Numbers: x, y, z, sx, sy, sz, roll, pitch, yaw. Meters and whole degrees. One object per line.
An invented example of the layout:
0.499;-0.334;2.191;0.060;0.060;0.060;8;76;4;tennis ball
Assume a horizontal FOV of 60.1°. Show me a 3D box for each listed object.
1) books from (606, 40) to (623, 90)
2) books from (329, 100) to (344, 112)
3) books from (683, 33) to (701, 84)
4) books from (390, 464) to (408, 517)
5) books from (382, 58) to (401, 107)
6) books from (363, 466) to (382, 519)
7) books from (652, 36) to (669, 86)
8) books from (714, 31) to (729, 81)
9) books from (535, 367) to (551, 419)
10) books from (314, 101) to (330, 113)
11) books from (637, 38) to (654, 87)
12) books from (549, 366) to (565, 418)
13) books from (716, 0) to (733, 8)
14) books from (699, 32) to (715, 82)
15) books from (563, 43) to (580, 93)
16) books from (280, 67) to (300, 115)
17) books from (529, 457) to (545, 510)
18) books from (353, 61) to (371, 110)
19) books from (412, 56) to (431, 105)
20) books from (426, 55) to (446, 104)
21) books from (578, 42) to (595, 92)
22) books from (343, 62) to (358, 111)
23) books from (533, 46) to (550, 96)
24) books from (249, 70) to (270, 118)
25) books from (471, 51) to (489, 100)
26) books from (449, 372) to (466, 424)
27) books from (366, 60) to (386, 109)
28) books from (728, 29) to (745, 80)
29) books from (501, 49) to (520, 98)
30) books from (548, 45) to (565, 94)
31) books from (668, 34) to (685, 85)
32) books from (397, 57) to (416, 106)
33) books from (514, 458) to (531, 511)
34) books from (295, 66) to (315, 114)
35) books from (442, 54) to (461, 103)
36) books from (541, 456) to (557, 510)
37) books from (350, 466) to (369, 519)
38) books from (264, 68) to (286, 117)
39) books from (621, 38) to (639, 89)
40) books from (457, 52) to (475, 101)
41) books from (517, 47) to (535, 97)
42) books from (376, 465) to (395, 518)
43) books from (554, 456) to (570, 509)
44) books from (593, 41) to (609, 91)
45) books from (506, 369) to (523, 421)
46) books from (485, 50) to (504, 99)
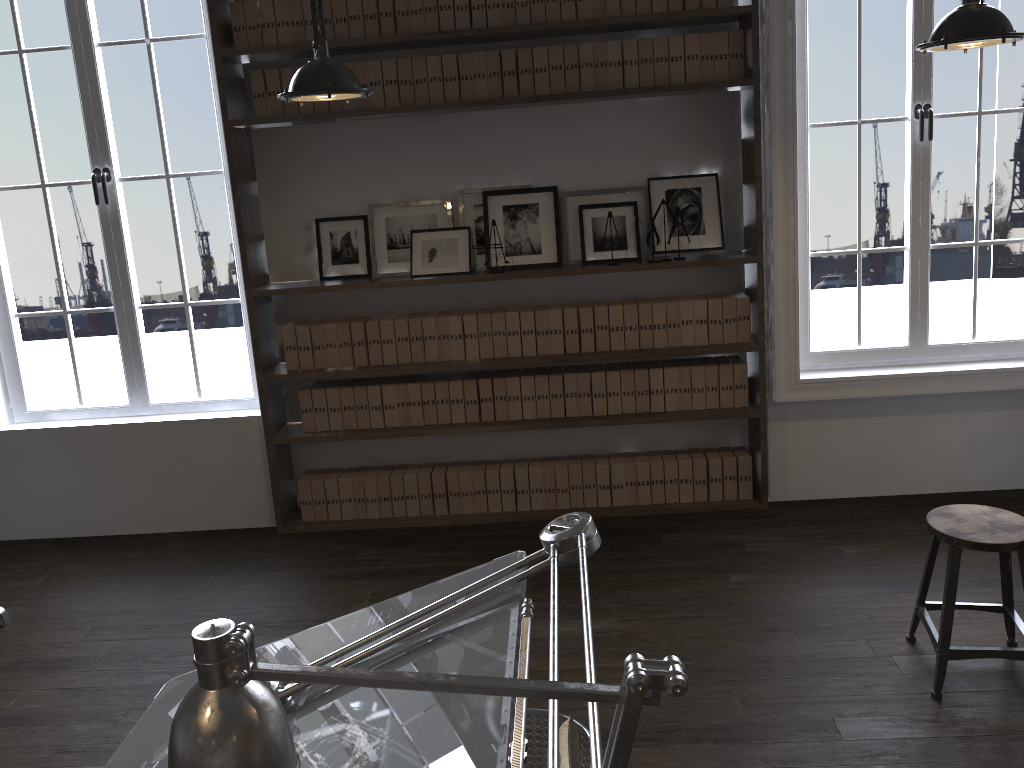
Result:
0.477;-1.484;4.154;0.066;0.223;0.176;-4;12;4;books
-0.829;-1.407;4.238;0.066;0.223;0.176;-4;12;4;books
0.830;-1.505;4.129;0.066;0.223;0.176;-4;12;4;books
-0.579;0.556;4.621;0.066;0.223;0.176;-4;12;4;books
-0.561;-1.422;4.217;0.067;0.223;0.176;-4;12;4;books
-0.717;0.566;4.623;0.067;0.223;0.176;-4;12;4;books
0.689;-1.498;4.145;0.066;0.223;0.176;-4;12;4;books
0.960;-1.513;4.125;0.066;0.223;0.176;-4;12;4;books
0.156;0.043;4.482;0.066;0.223;0.176;-4;12;4;books
-0.900;-1.403;4.243;0.066;0.223;0.176;-4;12;4;books
0.620;-1.493;4.147;0.066;0.223;0.176;-4;12;4;books
0.226;0.039;4.475;0.066;0.223;0.176;-4;12;4;books
0.963;-1.817;4.064;0.066;0.223;0.176;-4;12;4;books
0.897;-1.508;4.125;0.067;0.223;0.176;-4;12;4;books
0.281;-1.473;4.169;0.066;0.223;0.176;-4;12;4;books
-1.041;-1.395;4.252;0.066;0.223;0.176;-4;12;4;books
0.130;0.514;4.574;0.066;0.223;0.176;-4;12;4;books
-0.696;-1.415;4.229;0.066;0.223;0.176;-4;12;4;books
-0.421;-1.432;4.214;0.066;0.223;0.176;-4;12;4;books
-0.352;-1.435;4.206;0.066;0.223;0.176;-4;12;4;books
0.348;-1.476;4.159;0.067;0.223;0.176;-4;12;4;books
-0.763;-1.410;4.228;0.067;0.223;0.176;-4;12;4;books
0.140;-1.464;4.174;0.066;0.223;0.176;-4;12;4;books
-1.190;-1.386;4.261;0.066;0.223;0.176;-4;12;4;books
-0.145;-1.448;4.194;0.066;0.223;0.176;-4;12;4;books
-0.270;0.069;4.503;0.066;0.223;0.176;-4;12;4;books
-0.633;-1.418;4.223;0.066;0.223;0.176;-4;12;4;books
1.030;-1.518;4.122;0.066;0.223;0.176;-4;12;4;books
-0.006;-1.455;4.182;0.067;0.223;0.176;-4;12;4;books
0.210;-1.469;4.174;0.066;0.223;0.176;-4;12;4;books
0.758;-1.501;4.137;0.066;0.223;0.176;-4;12;4;books
-0.491;-1.427;4.216;0.066;0.223;0.176;-4;12;4;books
0.057;0.519;4.576;0.067;0.223;0.176;-4;12;4;books
-0.971;-1.398;4.243;0.066;0.223;0.176;-4;12;4;books
-0.280;-1.438;4.198;0.066;0.223;0.176;-4;12;4;books
0.192;0.510;4.571;0.066;0.223;0.176;-4;12;4;books
-0.784;0.568;4.632;0.066;0.223;0.176;-4;12;4;books
-1.117;-1.389;4.251;0.067;0.223;0.176;-4;12;4;books
0.549;-1.488;4.148;0.067;0.223;0.176;-4;12;4;books
-0.208;-1.443;4.193;0.067;0.223;0.176;-4;12;4;books
0.069;-1.461;4.183;0.066;0.223;0.176;-4;12;4;books
-0.650;0.560;4.625;0.066;0.223;0.176;-4;12;4;books
0.258;0.507;4.563;0.067;0.223;0.176;-4;12;4;books
0.415;-1.481;4.160;0.066;0.223;0.176;-4;12;4;books
0.014;0.053;4.483;0.066;0.223;0.176;-4;12;4;books
-0.079;-1.452;4.192;0.066;0.223;0.176;-4;12;4;books
